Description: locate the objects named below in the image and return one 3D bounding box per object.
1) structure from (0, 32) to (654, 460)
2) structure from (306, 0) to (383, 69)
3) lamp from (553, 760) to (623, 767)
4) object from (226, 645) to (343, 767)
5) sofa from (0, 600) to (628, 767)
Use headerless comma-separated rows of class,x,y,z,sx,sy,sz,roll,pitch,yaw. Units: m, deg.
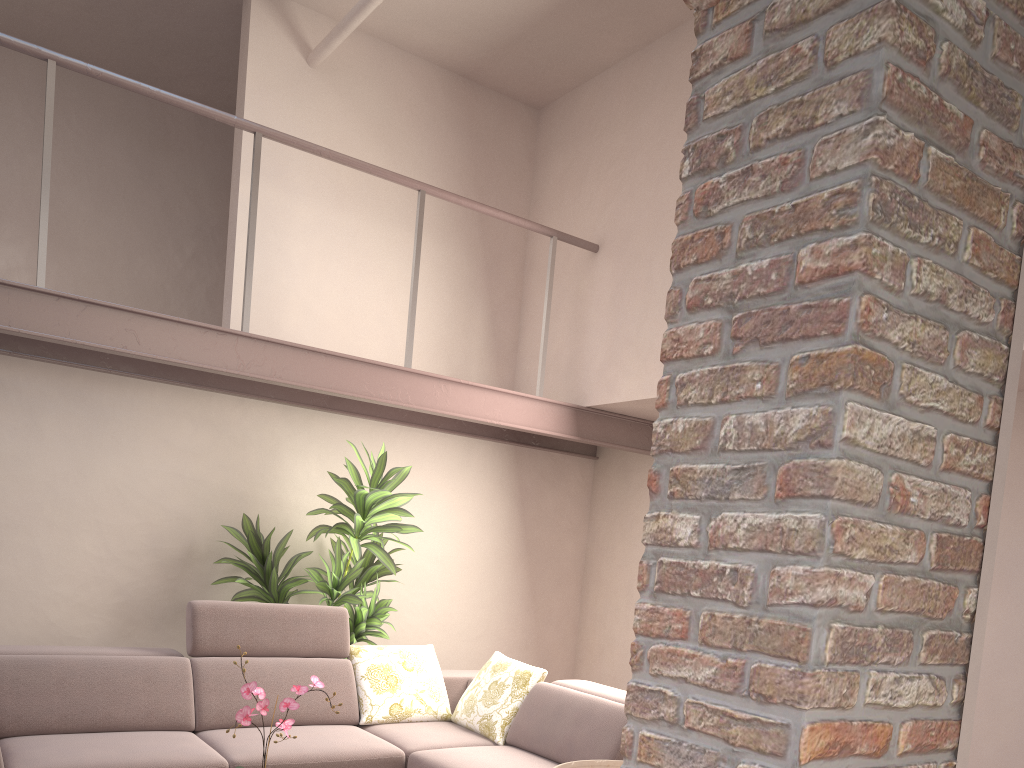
structure,-1.363,0.123,2.980,7.372,3.228,3.709,11,-7,-34
structure,-0.006,-2.157,3.513,0.111,0.326,4.069,3,-8,-34
lamp,0.237,1.288,2.003,0.395,0.853,0.399,4,2,-34
object,-0.751,1.117,2.807,0.306,0.600,0.359,4,1,-40
sofa,-0.880,1.440,3.690,3.232,0.945,2.126,12,-10,-34
